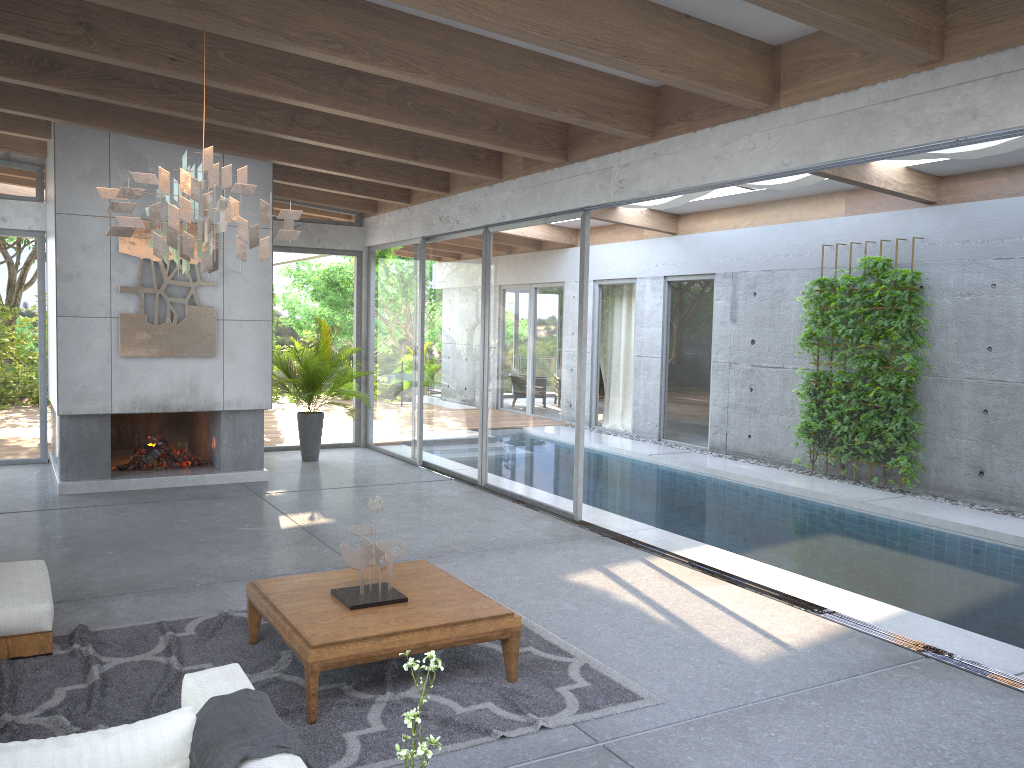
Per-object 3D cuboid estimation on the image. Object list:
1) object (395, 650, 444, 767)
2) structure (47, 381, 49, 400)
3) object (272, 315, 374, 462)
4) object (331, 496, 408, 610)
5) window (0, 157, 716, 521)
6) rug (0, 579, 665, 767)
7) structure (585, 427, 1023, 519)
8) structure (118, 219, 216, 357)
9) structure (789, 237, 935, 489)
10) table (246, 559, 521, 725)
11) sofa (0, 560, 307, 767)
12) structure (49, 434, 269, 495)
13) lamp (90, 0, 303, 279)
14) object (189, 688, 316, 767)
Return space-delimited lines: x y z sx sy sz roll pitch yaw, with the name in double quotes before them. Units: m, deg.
"object" -0.282 1.110 2.486 0.171 0.750 0.238 1 4 -8
"structure" -8.228 0.580 9.730 15.587 3.022 31.708 2 4 11
"object" -2.465 0.036 10.903 1.484 1.819 1.798 0 4 -23
"object" -0.710 0.810 4.474 0.346 0.518 0.379 -1 4 -30
"window" -0.596 -0.423 4.083 14.294 3.764 23.280 -1 4 -30
"rug" -1.206 1.394 4.277 3.186 0.056 2.187 -1 4 -29
"structure" 4.380 1.195 9.468 0.477 0.068 13.673 -1 4 -30
"structure" -3.431 -0.944 8.867 0.919 1.351 0.041 -1 4 -30
"structure" 3.928 0.037 5.638 2.739 2.687 10.282 0 4 -13
"table" -0.686 1.245 4.496 1.048 0.352 1.112 -1 4 -30
"sofa" -2.245 1.147 3.494 1.965 0.777 3.733 -1 4 -30
"structure" -4.024 0.689 9.955 2.012 0.595 2.203 -1 4 -30
"lamp" -1.432 -1.152 3.763 0.862 1.400 0.636 2 4 17
"object" -0.885 1.347 2.615 0.857 0.704 0.472 -1 5 -33
